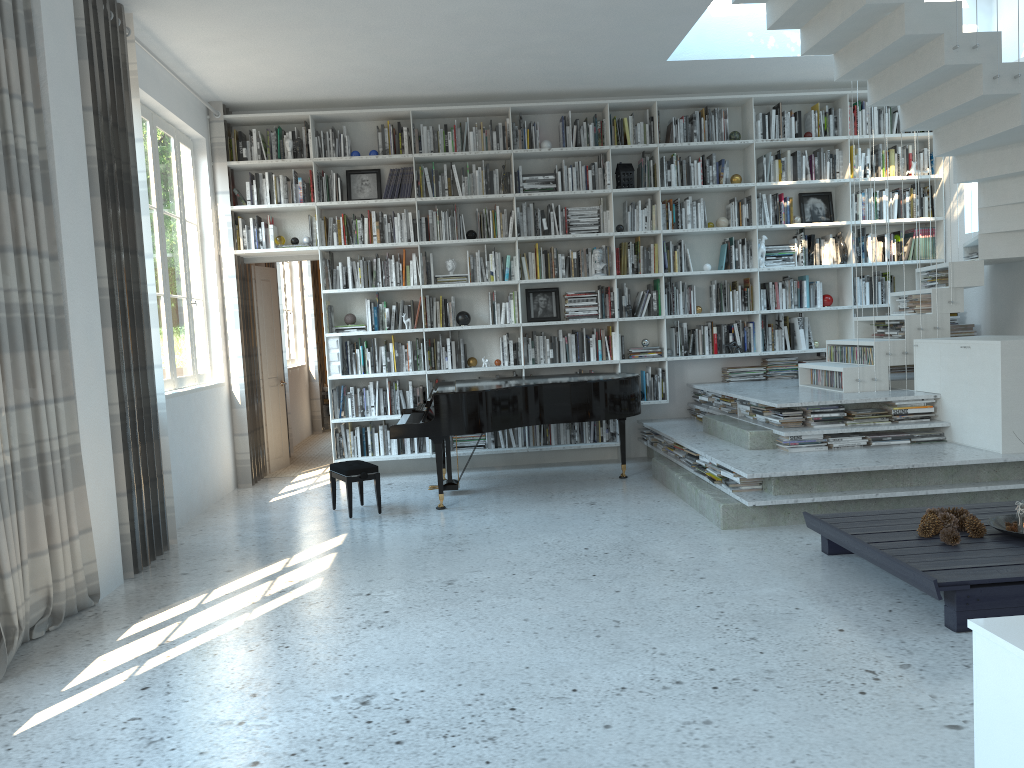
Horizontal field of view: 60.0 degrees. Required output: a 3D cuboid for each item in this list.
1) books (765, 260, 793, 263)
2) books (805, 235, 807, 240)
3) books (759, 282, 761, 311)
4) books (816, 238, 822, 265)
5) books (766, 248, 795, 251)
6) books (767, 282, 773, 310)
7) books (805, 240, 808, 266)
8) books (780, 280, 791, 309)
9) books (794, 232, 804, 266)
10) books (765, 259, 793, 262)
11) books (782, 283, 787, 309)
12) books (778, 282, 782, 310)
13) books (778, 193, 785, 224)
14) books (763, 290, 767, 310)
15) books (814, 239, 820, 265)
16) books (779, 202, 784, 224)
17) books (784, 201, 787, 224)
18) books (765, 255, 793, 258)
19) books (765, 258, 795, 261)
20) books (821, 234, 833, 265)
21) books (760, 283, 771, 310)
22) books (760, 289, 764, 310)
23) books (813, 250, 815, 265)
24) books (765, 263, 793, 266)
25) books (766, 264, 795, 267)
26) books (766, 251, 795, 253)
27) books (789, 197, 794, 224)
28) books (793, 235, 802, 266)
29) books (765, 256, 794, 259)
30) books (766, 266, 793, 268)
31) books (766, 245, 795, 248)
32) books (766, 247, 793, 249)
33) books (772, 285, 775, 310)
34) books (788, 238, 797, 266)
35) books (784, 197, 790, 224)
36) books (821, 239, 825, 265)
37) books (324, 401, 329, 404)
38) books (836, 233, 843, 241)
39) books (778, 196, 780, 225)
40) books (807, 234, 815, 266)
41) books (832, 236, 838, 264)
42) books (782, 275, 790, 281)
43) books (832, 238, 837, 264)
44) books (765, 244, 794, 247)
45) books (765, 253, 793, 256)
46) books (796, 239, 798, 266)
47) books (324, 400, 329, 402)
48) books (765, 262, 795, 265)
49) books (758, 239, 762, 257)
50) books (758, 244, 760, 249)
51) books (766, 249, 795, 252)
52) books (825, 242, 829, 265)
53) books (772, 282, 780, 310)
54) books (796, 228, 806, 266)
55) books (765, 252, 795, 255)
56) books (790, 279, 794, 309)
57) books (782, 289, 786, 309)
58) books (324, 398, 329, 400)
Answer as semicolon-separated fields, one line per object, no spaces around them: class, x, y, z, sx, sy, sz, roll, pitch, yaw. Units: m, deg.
books;2.366;-1.089;7.949;0.254;0.012;0.160;-3;4;1
books;2.624;-1.190;7.965;0.013;0.280;0.131;-3;4;-3
books;2.202;-0.785;7.969;0.012;0.254;0.160;-3;4;-3
books;2.747;-1.182;7.984;0.031;0.250;0.133;-3;4;-3
books;2.364;-1.198;7.946;0.285;0.012;0.159;-3;4;-1
books;2.304;-0.787;7.970;0.024;0.247;0.143;-3;4;-3
books;2.605;-1.166;7.948;0.030;0.237;0.179;-3;4;-3
books;2.451;-0.798;7.950;0.028;0.255;0.191;-3;4;-3
books;2.573;-1.195;7.937;0.011;0.300;0.184;-3;4;-3
books;2.366;-1.101;7.953;0.254;0.012;0.160;-3;4;-1
books;2.430;-0.785;7.973;0.012;0.229;0.179;-3;4;-3
books;2.383;-0.788;7.972;0.026;0.239;0.177;-3;4;-3
books;2.389;-1.546;7.911;0.014;0.285;0.175;-3;4;-3
books;2.244;-0.752;7.960;0.022;0.184;0.162;-3;4;-3
books;2.717;-1.175;7.965;0.031;0.242;0.147;-3;4;-3
books;2.378;-1.506;7.902;0.013;0.207;0.189;-3;4;-3
books;2.414;-1.512;7.920;0.033;0.213;0.152;-3;4;-3
books;2.365;-1.138;7.954;0.254;0.012;0.160;-3;4;-3
books;2.366;-1.113;7.952;0.285;0.012;0.159;-3;4;-5
books;2.828;-1.195;7.956;0.021;0.271;0.191;-3;4;-3
books;2.269;-0.783;7.957;0.047;0.244;0.177;-3;4;-3
books;2.222;-0.752;7.961;0.023;0.186;0.159;-3;4;-3
books;2.694;-1.193;7.983;0.010;0.278;0.128;-3;4;-3
books;2.368;-1.065;7.951;0.254;0.012;0.160;-4;4;-7
books;2.368;-1.052;7.952;0.285;0.012;0.159;-3;4;1
books;2.365;-1.174;7.947;0.285;0.012;0.159;-3;4;-1
books;2.464;-1.529;7.911;0.026;0.244;0.177;-3;4;-3
books;2.560;-1.188;7.963;0.012;0.285;0.159;-3;4;-3
books;2.366;-1.125;7.944;0.254;0.012;0.160;-4;4;-8
books;2.369;-1.040;7.950;0.285;0.012;0.159;-4;4;-8
books;2.363;-1.222;7.944;0.285;0.012;0.159;-3;4;-5
books;2.363;-1.210;7.945;0.254;0.012;0.160;-3;4;-1
books;2.323;-0.775;7.959;0.011;0.223;0.162;-3;4;-3
books;2.518;-1.170;7.952;0.012;0.254;0.160;-3;4;-3
books;2.440;-1.533;7.919;0.021;0.253;0.166;-3;4;-3
books;2.777;-1.176;7.985;0.028;0.235;0.129;-3;4;-3
books;-2.556;0.254;11.965;0.128;0.030;0.182;-2;4;19
books;2.964;-1.211;7.996;0.029;0.284;0.138;-3;4;-3
books;2.358;-1.536;7.926;0.020;0.267;0.152;-3;4;-3
books;2.661;-1.192;7.954;0.059;0.282;0.167;-3;4;-3
books;2.890;-1.192;7.977;0.024;0.255;0.145;-3;4;-3
books;2.468;-0.822;7.971;0.013;0.299;0.147;-3;4;-3
books;2.859;-1.181;7.961;0.041;0.239;0.176;-3;4;-3
books;2.362;-1.234;7.943;0.285;0.012;0.159;-3;4;-1
books;2.367;-1.150;7.943;0.254;0.012;0.160;-3;4;2
books;2.535;-1.168;7.971;0.023;0.247;0.137;-3;4;-3
books;-2.562;0.228;11.962;0.189;0.022;0.133;-6;5;-42
books;2.367;-1.076;7.947;0.285;0.012;0.159;-3;4;2
books;2.198;-1.159;7.944;0.028;0.267;0.137;-3;4;-3
books;2.174;-1.133;7.914;0.027;0.221;0.184;-3;4;-3
books;2.365;-1.185;7.939;0.285;0.012;0.159;-4;4;-8
books;2.804;-1.166;7.981;0.025;0.213;0.155;-3;4;-3
books;2.349;-0.788;7.954;0.045;0.246;0.185;-3;4;-3
books;2.583;-1.215;7.935;0.010;0.339;0.180;-3;4;-3
books;2.366;-1.162;7.946;0.285;0.012;0.159;-3;4;-6
books;2.483;-0.803;7.956;0.012;0.262;0.186;-3;4;-3
books;2.412;-0.760;7.964;0.027;0.182;0.186;-3;4;-3
books;-2.562;0.211;11.970;0.133;0.012;0.189;-2;4;14
